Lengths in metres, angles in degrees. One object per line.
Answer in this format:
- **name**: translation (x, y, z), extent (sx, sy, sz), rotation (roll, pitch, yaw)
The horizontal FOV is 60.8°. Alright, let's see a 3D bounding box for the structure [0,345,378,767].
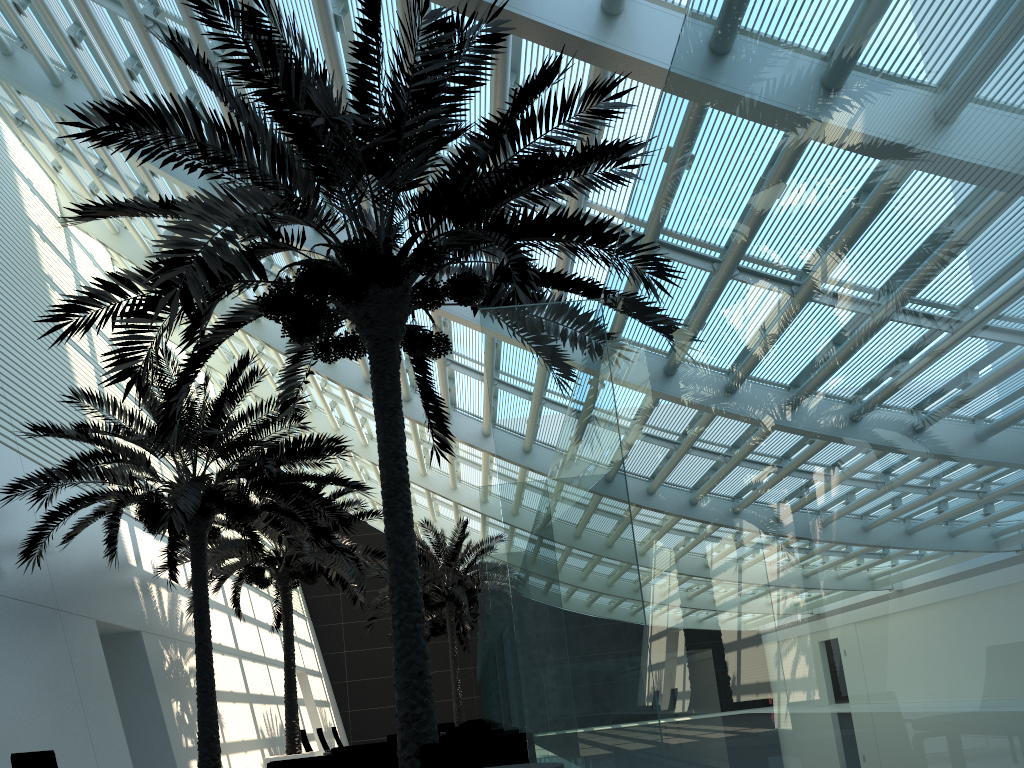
- **structure**: translation (-4.396, 2.714, 12.362), extent (4.642, 6.521, 4.475), rotation (0, -16, -25)

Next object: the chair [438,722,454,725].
- **chair**: translation (-2.055, 11.593, 28.706), extent (0.715, 0.847, 0.931), rotation (-5, -16, -4)

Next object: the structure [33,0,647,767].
- **structure**: translation (-1.038, 0.200, 6.916), extent (4.861, 6.699, 4.612), rotation (-10, -15, 14)

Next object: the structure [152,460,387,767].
- **structure**: translation (-4.846, 4.956, 18.286), extent (4.375, 6.579, 4.752), rotation (-14, -16, 28)

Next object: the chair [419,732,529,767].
- **chair**: translation (-0.154, 2.450, 4.904), extent (0.715, 0.847, 0.931), rotation (-5, -16, -4)

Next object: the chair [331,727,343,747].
- **chair**: translation (-4.729, 11.587, 28.275), extent (2.034, 1.105, 0.966), rotation (-5, -15, -4)

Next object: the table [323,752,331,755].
- **table**: translation (-4.816, 9.529, 21.879), extent (0.568, 0.493, 0.566), rotation (-17, -20, 33)

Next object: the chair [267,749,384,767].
- **chair**: translation (-1.080, 2.533, 4.849), extent (0.715, 0.847, 0.931), rotation (-5, -16, -4)

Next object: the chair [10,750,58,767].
- **chair**: translation (-3.945, 4.299, 9.083), extent (2.034, 1.105, 0.966), rotation (-5, -15, -4)

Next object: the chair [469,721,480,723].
- **chair**: translation (-0.728, 7.914, 19.298), extent (0.715, 0.847, 0.931), rotation (-5, -16, -4)

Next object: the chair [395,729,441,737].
- **chair**: translation (-1.426, 5.879, 13.665), extent (0.715, 0.847, 0.931), rotation (-5, -16, -4)

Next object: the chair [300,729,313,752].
- **chair**: translation (-4.518, 9.626, 23.112), extent (2.034, 1.105, 0.966), rotation (-5, -15, -4)

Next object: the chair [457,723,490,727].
- **chair**: translation (-0.500, 5.796, 13.721), extent (0.715, 0.847, 0.931), rotation (-5, -16, -4)

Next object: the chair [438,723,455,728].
- **chair**: translation (-1.825, 9.457, 23.081), extent (0.715, 0.847, 0.931), rotation (-5, -16, -4)

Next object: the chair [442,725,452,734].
- **chair**: translation (-1.654, 7.997, 19.242), extent (0.715, 0.847, 0.931), rotation (-5, -16, -4)

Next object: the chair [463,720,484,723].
- **chair**: translation (-0.899, 9.374, 23.137), extent (0.715, 0.847, 0.931), rotation (-5, -16, -4)

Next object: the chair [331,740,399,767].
- **chair**: translation (-1.192, 3.705, 7.939), extent (0.715, 0.847, 0.931), rotation (-5, -16, -4)

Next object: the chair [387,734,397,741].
- **chair**: translation (-1.371, 5.239, 11.974), extent (0.715, 0.847, 0.931), rotation (-5, -16, -4)

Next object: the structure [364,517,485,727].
- **structure**: translation (-1.816, 7.386, 25.837), extent (4.812, 6.699, 4.658), rotation (-4, -14, -10)

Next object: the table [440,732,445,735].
- **table**: translation (-1.548, 6.926, 16.265), extent (0.697, 0.745, 0.694), rotation (-17, -18, 33)

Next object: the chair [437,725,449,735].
- **chair**: translation (-1.600, 7.361, 17.563), extent (0.715, 0.847, 0.931), rotation (-5, -16, -4)

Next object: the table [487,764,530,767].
- **table**: translation (-0.070, 2.059, 3.733), extent (0.702, 0.745, 0.689), rotation (-21, -21, 41)

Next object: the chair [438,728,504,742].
- **chair**: translation (-0.266, 3.622, 7.995), extent (0.715, 0.847, 0.931), rotation (-5, -16, -4)

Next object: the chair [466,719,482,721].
- **chair**: translation (-1.129, 11.510, 28.762), extent (0.715, 0.847, 0.931), rotation (-5, -16, -4)

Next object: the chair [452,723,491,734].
- **chair**: translation (-0.445, 5.156, 12.030), extent (0.715, 0.847, 0.931), rotation (-5, -16, -4)

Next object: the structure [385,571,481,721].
- **structure**: translation (-2.119, 10.440, 33.887), extent (4.457, 6.697, 5.031), rotation (0, -16, -25)

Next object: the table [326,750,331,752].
- **table**: translation (-4.919, 10.494, 24.421), extent (0.570, 0.493, 0.564), rotation (-19, -21, 37)

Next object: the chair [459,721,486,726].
- **chair**: translation (-0.674, 7.279, 17.619), extent (0.715, 0.847, 0.931), rotation (-5, -16, -4)

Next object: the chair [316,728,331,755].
- **chair**: translation (-4.622, 10.592, 25.654), extent (2.034, 1.105, 0.966), rotation (-5, -15, -4)
